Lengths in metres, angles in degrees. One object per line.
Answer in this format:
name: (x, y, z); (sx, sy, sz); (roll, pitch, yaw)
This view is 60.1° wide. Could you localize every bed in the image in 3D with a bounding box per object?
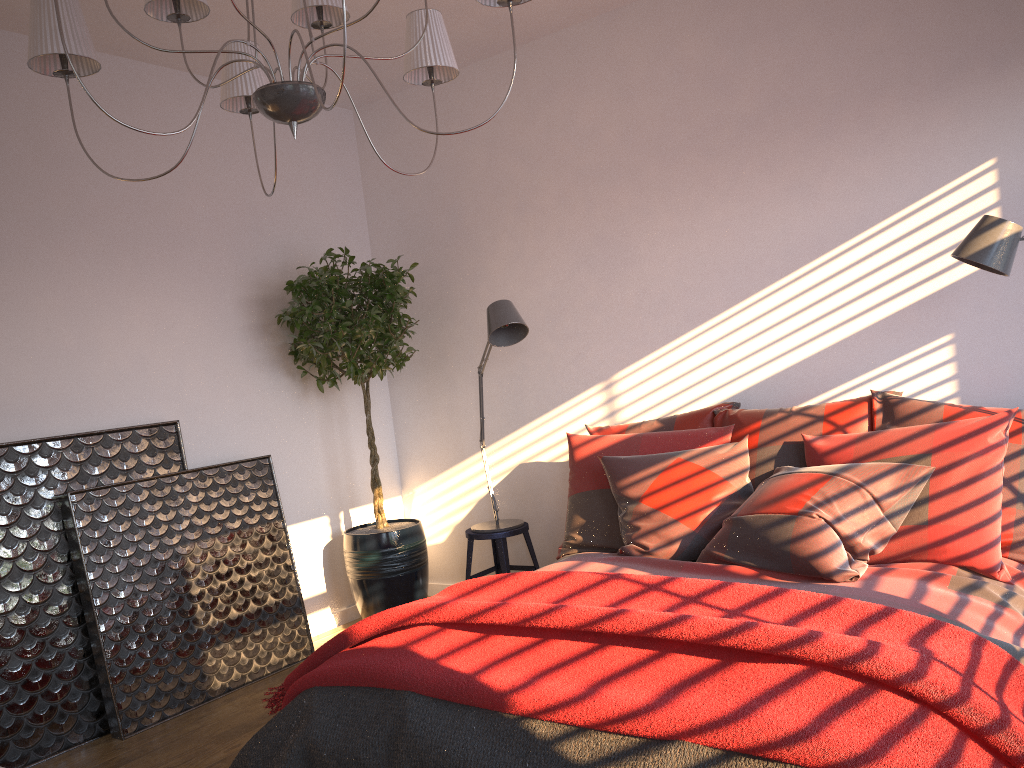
bed: (0.667, 0.784, 2.921); (2.041, 0.772, 2.302); (-6, 2, 36)

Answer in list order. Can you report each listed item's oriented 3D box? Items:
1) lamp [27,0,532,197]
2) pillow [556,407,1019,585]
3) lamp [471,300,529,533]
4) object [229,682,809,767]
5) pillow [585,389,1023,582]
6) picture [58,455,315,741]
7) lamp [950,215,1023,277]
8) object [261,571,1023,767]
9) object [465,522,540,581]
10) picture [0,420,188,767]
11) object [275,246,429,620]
lamp: (-0.572, -1.072, 2.061); (1.103, 1.082, 1.241); (-5, 3, 36)
pillow: (0.946, 0.424, 3.461); (1.818, 0.553, 0.525); (-6, 3, 37)
lamp: (-0.082, 0.184, 4.342); (0.279, 1.131, 0.787); (-8, 3, -14)
object: (0.219, 0.947, 2.274); (2.512, 0.569, 1.116); (-6, 2, 36)
pillow: (0.994, 0.448, 3.389); (2.147, 0.736, 1.139); (-6, 2, 34)
picture: (-1.407, 0.899, 3.989); (0.210, 1.030, 1.020); (-4, 4, 36)
lamp: (1.904, -0.032, 2.883); (0.790, 1.131, 0.278); (-5, 4, 28)
object: (0.268, 0.908, 2.408); (2.651, 0.662, 0.679); (-6, 2, 37)
object: (-0.049, 0.987, 4.639); (0.339, 0.482, 0.340); (-5, 4, 36)
picture: (-1.825, 0.839, 3.616); (0.172, 1.256, 1.242); (-4, 4, 36)
object: (-0.791, 0.303, 4.661); (0.814, 2.026, 0.797); (-4, 5, 39)
